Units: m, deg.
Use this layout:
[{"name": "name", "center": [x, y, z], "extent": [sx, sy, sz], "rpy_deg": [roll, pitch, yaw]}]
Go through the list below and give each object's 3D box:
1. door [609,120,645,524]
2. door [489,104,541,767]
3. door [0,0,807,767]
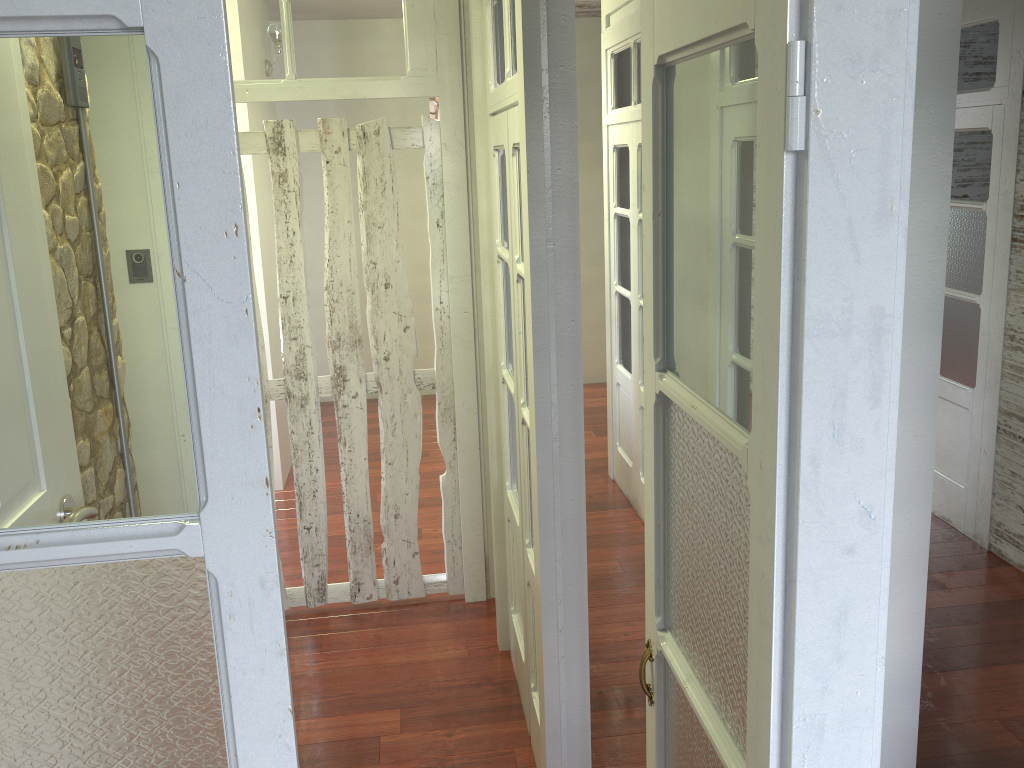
[{"name": "door", "center": [0.659, -0.307, 4.634], "extent": [0.041, 2.063, 1.088], "rpy_deg": [-4, 12, -7]}, {"name": "door", "center": [0.043, 0.194, 2.792], "extent": [0.041, 2.063, 1.088], "rpy_deg": [-4, 12, -7]}, {"name": "door", "center": [-0.112, 0.610, 1.022], "extent": [1.192, 2.158, 0.485], "rpy_deg": [-10, 14, -32]}]
